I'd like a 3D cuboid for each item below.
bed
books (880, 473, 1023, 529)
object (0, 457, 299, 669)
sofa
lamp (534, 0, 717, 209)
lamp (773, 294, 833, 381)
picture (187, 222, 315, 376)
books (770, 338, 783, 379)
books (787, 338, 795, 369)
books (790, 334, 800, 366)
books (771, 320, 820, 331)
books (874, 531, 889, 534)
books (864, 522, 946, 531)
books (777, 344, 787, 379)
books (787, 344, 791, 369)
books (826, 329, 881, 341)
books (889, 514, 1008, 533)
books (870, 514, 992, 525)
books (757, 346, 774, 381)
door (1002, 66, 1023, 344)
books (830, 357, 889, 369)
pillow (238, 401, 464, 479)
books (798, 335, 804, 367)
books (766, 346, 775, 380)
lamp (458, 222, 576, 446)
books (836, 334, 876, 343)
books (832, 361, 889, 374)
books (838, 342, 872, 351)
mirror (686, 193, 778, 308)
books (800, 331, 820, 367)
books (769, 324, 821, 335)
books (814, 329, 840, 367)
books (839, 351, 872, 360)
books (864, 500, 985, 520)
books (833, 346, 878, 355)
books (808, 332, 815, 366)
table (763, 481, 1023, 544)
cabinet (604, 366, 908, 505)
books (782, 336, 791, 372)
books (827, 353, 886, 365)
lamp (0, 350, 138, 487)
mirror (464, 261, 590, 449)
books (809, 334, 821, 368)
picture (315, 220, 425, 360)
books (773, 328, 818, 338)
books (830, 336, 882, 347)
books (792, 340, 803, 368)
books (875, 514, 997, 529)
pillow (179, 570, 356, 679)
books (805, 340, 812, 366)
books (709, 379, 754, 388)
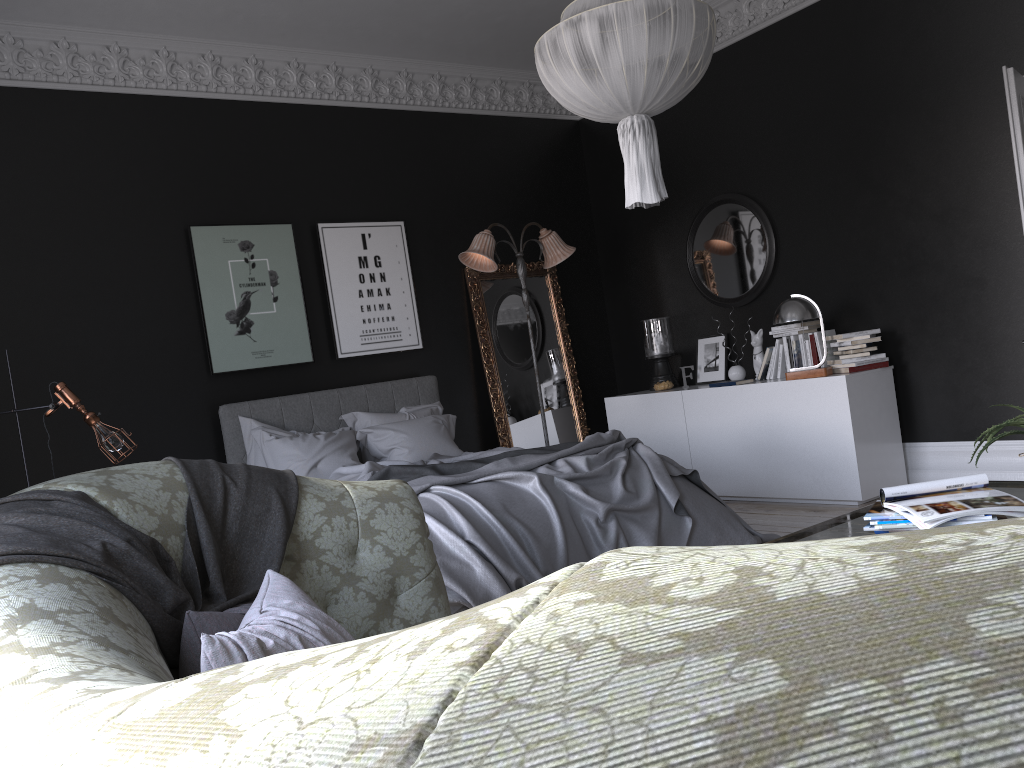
[{"bbox_3d":[-0.472,0.578,5.525,3.287,1.299,2.760,-8,1,43],"label":"bed"},{"bbox_3d":[1.297,0.352,2.602,0.322,0.109,0.273,-8,1,-1],"label":"books"},{"bbox_3d":[-0.864,0.486,2.096,0.517,0.585,1.365,-8,1,14],"label":"object"},{"bbox_3d":[-0.185,0.685,1.380,1.603,1.161,2.816,-9,1,-35],"label":"sofa"},{"bbox_3d":[0.439,-1.783,3.836,0.782,2.050,0.783,-8,2,8],"label":"lamp"},{"bbox_3d":[2.017,-0.334,6.205,0.341,0.591,0.328,-7,2,35],"label":"lamp"},{"bbox_3d":[-1.899,-0.644,6.514,0.790,1.079,0.014,-9,2,-35],"label":"picture"},{"bbox_3d":[2.052,-0.197,6.700,0.220,0.296,0.127,-9,2,-35],"label":"books"},{"bbox_3d":[2.122,-0.202,6.562,0.192,0.290,0.030,-10,2,-36],"label":"books"},{"bbox_3d":[2.155,-0.215,6.553,0.220,0.307,0.024,-9,2,-35],"label":"books"},{"bbox_3d":[2.120,-0.435,6.597,0.220,0.030,0.306,-9,1,-26],"label":"books"},{"bbox_3d":[1.243,0.432,2.672,0.162,0.023,0.232,-9,1,-35],"label":"books"},{"bbox_3d":[1.248,0.404,2.649,0.319,0.011,0.252,-8,1,36],"label":"books"},{"bbox_3d":[2.075,-0.180,6.675,0.195,0.256,0.091,-9,2,-35],"label":"books"},{"bbox_3d":[2.128,-0.188,6.600,0.195,0.259,0.026,-9,2,-35],"label":"books"},{"bbox_3d":[2.369,-0.343,6.188,0.306,0.030,0.220,-9,1,-16],"label":"books"},{"bbox_3d":[1.282,0.410,2.620,0.319,0.011,0.252,-8,1,21],"label":"books"},{"bbox_3d":[1.251,0.382,2.655,0.319,0.011,0.252,-8,1,26],"label":"books"},{"bbox_3d":[1.981,-0.162,6.758,0.202,0.246,0.159,-9,2,-35],"label":"books"},{"bbox_3d":[3.000,-0.477,4.875,0.216,2.375,1.096,-7,2,42],"label":"door"},{"bbox_3d":[2.415,-0.146,6.169,0.319,0.025,0.229,-9,1,-25],"label":"books"},{"bbox_3d":[-1.094,0.471,6.459,1.827,0.760,0.681,-9,1,-36],"label":"pillow"},{"bbox_3d":[2.208,-0.223,6.526,0.220,0.307,0.030,-9,2,-35],"label":"books"},{"bbox_3d":[2.029,-0.168,6.742,0.195,0.245,0.132,-9,2,-35],"label":"books"},{"bbox_3d":[0.199,-0.112,7.208,0.986,2.413,0.772,-9,2,-3],"label":"lamp"},{"bbox_3d":[2.409,-0.323,6.206,0.220,0.024,0.307,-8,1,30],"label":"books"},{"bbox_3d":[2.416,-0.114,6.160,0.294,0.038,0.234,-9,1,-8],"label":"books"},{"bbox_3d":[2.396,-0.263,6.195,0.193,0.030,0.289,-8,1,29],"label":"books"},{"bbox_3d":[1.768,-1.084,7.244,0.061,0.925,0.925,-10,2,-35],"label":"mirror"},{"bbox_3d":[2.201,-0.221,6.488,0.220,0.307,0.024,-9,2,-35],"label":"books"},{"bbox_3d":[2.103,-0.404,6.581,0.307,0.024,0.220,-8,1,45],"label":"books"},{"bbox_3d":[2.279,-0.231,6.378,0.220,0.308,0.050,-9,2,-35],"label":"books"},{"bbox_3d":[2.403,-0.204,6.203,0.203,0.029,0.268,-8,1,25],"label":"books"},{"bbox_3d":[1.246,0.372,2.663,0.319,0.011,0.252,-8,1,31],"label":"books"},{"bbox_3d":[2.401,-0.233,6.211,0.193,0.030,0.289,-9,1,-4],"label":"books"},{"bbox_3d":[2.256,-0.229,6.458,0.220,0.307,0.030,-9,2,-35],"label":"books"},{"bbox_3d":[1.684,0.664,2.561,1.091,0.558,1.450,-9,1,-35],"label":"table"},{"bbox_3d":[1.794,0.433,6.986,0.569,0.883,2.399,-10,1,-35],"label":"cabinet"},{"bbox_3d":[2.127,-0.212,6.641,0.220,0.307,0.030,-9,2,-35],"label":"books"},{"bbox_3d":[2.402,-0.174,6.195,0.318,0.031,0.229,-9,1,-6],"label":"books"},{"bbox_3d":[-3.027,0.717,5.167,1.718,1.780,0.436,-8,2,3],"label":"lamp"},{"bbox_3d":[0.209,-0.005,7.861,0.990,2.193,0.254,-10,2,-35],"label":"mirror"},{"bbox_3d":[2.257,-0.223,6.415,0.235,0.295,0.038,-9,2,-35],"label":"books"},{"bbox_3d":[-1.119,-0.767,7.075,0.790,1.079,0.014,-9,2,-35],"label":"picture"},{"bbox_3d":[2.104,-0.379,6.588,0.195,0.026,0.259,-9,1,-25],"label":"books"},{"bbox_3d":[2.398,-0.294,6.193,0.220,0.030,0.306,-9,1,-6],"label":"books"},{"bbox_3d":[2.142,-0.193,6.509,0.204,0.270,0.029,-9,2,-35],"label":"books"},{"bbox_3d":[1.258,0.392,2.637,0.319,0.011,0.252,-8,1,26],"label":"books"},{"bbox_3d":[-0.461,0.610,1.827,0.404,0.462,0.964,-9,1,-28],"label":"pillow"},{"bbox_3d":[2.222,-0.200,6.467,0.195,0.259,0.026,-9,2,-35],"label":"books"},{"bbox_3d":[1.671,-0.007,6.753,0.192,0.030,0.290,-9,1,-30],"label":"books"}]
